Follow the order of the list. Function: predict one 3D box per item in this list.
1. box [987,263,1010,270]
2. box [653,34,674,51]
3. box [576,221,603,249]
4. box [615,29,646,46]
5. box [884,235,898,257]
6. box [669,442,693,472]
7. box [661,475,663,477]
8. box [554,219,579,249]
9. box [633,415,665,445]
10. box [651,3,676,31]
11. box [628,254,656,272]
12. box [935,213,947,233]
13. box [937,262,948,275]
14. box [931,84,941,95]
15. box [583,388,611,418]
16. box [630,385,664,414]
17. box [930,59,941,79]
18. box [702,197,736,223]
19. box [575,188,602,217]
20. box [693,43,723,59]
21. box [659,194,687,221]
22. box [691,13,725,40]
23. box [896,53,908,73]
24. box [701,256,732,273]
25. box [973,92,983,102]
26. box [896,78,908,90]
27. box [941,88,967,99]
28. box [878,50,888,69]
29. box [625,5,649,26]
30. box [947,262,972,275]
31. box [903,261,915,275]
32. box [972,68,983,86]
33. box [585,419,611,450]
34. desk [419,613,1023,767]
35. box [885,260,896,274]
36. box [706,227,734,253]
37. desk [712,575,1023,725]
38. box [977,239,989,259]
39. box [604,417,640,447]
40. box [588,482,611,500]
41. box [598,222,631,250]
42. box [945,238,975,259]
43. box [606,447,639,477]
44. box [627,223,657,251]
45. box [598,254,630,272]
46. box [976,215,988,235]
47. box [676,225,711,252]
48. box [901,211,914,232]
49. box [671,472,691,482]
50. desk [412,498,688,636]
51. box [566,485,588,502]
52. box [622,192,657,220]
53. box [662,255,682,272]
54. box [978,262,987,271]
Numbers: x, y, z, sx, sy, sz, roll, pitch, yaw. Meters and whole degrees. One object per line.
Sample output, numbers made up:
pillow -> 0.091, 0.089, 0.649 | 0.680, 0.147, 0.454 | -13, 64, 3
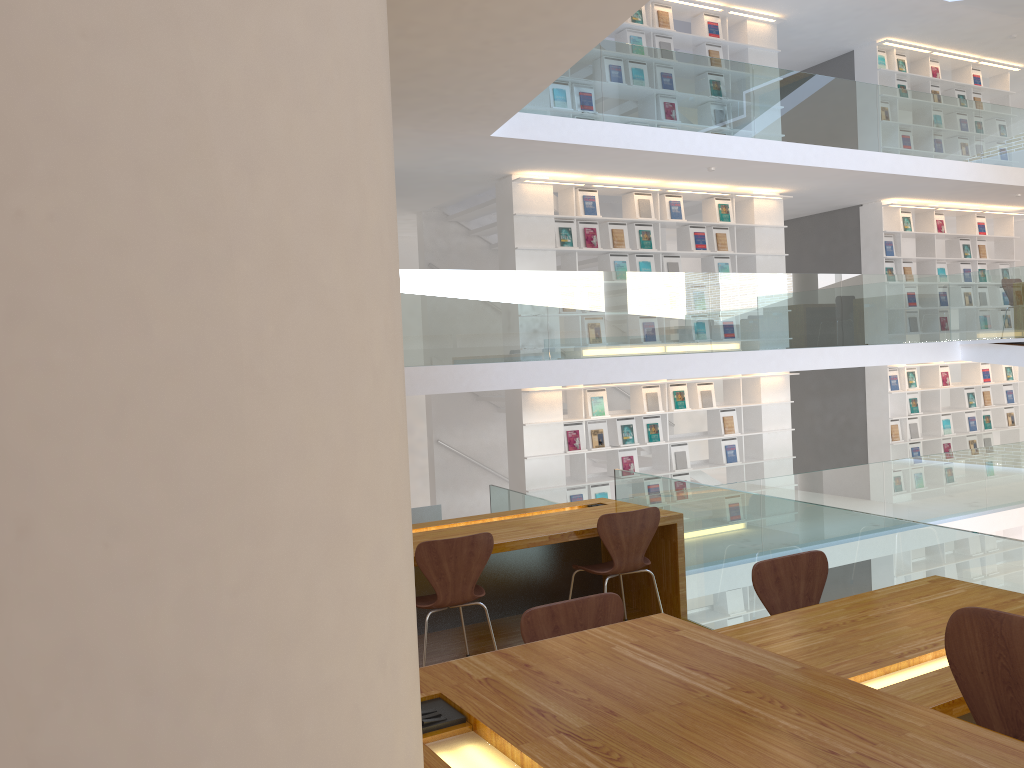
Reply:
box -> 7.017, -1.585, 12.773 | 0.245, 0.296, 0.274 | -3, 2, -29
box -> 1.613, -3.632, 9.680 | 0.245, 0.296, 0.274 | -3, 2, -29
box -> 0.758, -1.531, 9.221 | 0.245, 0.296, 0.274 | -3, 2, -29
box -> 1.284, -3.612, 9.497 | 0.245, 0.296, 0.274 | -3, 2, -29
box -> 4.817, -1.780, 11.544 | 0.245, 0.296, 0.274 | -3, 2, -29
box -> 1.804, 0.799, 9.795 | 0.245, 0.296, 0.274 | -3, 2, -29
box -> 1.497, 1.147, 9.624 | 0.245, 0.296, 0.274 | -3, 2, -29
box -> 0.499, -1.516, 9.062 | 0.245, 0.296, 0.274 | -3, 2, -29
box -> 1.471, 0.490, 9.608 | 0.245, 0.296, 0.274 | -3, 2, -29
box -> 1.601, -3.961, 9.673 | 0.245, 0.296, 0.274 | -3, 2, -29
box -> 1.388, -1.239, 9.559 | 0.245, 0.296, 0.274 | -3, 2, -29
box -> 5.727, -2.165, 12.049 | 0.245, 0.296, 0.274 | -3, 2, -29
box -> 5.775, -1.509, 12.079 | 0.245, 0.296, 0.274 | -3, 2, -29
box -> 5.651, -3.880, 12.006 | 0.245, 0.296, 0.274 | -3, 2, -29
box -> 0.843, 0.198, 9.257 | 0.245, 0.296, 0.274 | -3, 2, -29
box -> 1.462, 0.161, 9.603 | 0.245, 0.296, 0.274 | -3, 2, -29
box -> 5.634, -4.209, 11.993 | 0.245, 0.296, 0.274 | -3, 2, -29
box -> 2.353, -1.957, 10.096 | 0.245, 0.296, 0.274 | -3, 2, -29
box -> 0.749, -1.860, 9.201 | 0.245, 0.296, 0.274 | -3, 2, -29
box -> 2.232, -3.670, 10.026 | 0.245, 0.296, 0.274 | -3, 2, -29
box -> 1.732, -1.919, 9.750 | 0.245, 0.296, 0.274 | -3, 2, -29
box -> 2.211, -3.998, 10.013 | 0.245, 0.296, 0.274 | -3, 2, -29
box -> 5.041, -4.171, 11.665 | 0.245, 0.296, 0.274 | -3, 2, -29
box -> 2.341, -1.298, 10.091 | 0.245, 0.296, 0.274 | -3, 2, -29
box -> 6.451, -3.929, 12.453 | 0.245, 0.296, 0.274 | -3, 2, -29
box -> 5.057, -3.845, 11.675 | 0.245, 0.296, 0.274 | -3, 2, -29
box -> 6.141, -3.909, 12.280 | 0.245, 0.296, 0.274 | -3, 2, -29
box -> 4.695, -4.150, 11.472 | 0.245, 0.296, 0.274 | -3, 2, -29
box -> 1.275, -3.941, 9.491 | 0.245, 0.296, 0.274 | -3, 2, -29
box -> 6.244, -1.538, 12.341 | 0.245, 0.296, 0.274 | -3, 2, -29
box -> 5.165, -1.472, 11.739 | 0.245, 0.296, 0.274 | -3, 2, -29
box -> 6.436, -4.256, 12.444 | 0.245, 0.296, 0.274 | -3, 2, -29
box -> 0.852, 0.527, 9.277 | 0.245, 0.296, 0.274 | -3, 2, -29
desk -> 0.747, 0.761, 0.128 | 0.760, 0.606, 3.185 | -3, 2, -29
box -> 4.838, -1.452, 11.556 | 0.245, 0.296, 0.274 | -3, 2, -29
box -> 2.325, -1.626, 10.081 | 0.245, 0.296, 0.274 | -3, 2, -29
desk -> 0.390, 1.100, 2.213 | 3.185, 0.606, 0.760 | -3, 2, -29
box -> 6.544, -1.885, 12.508 | 0.245, 0.296, 0.274 | -3, 2, -29
box -> 1.169, 0.501, 9.440 | 0.245, 0.296, 0.274 | -3, 2, -29
box -> 0.884, 1.184, 9.281 | 0.245, 0.296, 0.274 | -3, 2, -29
box -> 1.076, -1.550, 9.384 | 0.245, 0.296, 0.274 | -3, 2, -29
box -> 6.229, -1.865, 12.332 | 0.245, 0.296, 0.274 | -3, 2, -29
box -> 1.189, 0.829, 9.451 | 0.245, 0.296, 0.274 | -3, 2, -29
box -> 1.377, -1.568, 9.552 | 0.245, 0.296, 0.274 | -3, 2, -29
box -> 1.093, -1.222, 9.394 | 0.245, 0.296, 0.274 | -3, 2, -29
box -> 6.529, -2.212, 12.499 | 0.245, 0.296, 0.274 | -3, 2, -29
box -> 2.029, -1.611, 9.916 | 0.245, 0.296, 0.274 | -3, 2, -29
box -> 5.134, -2.127, 11.721 | 0.245, 0.296, 0.274 | -3, 2, -29
box -> 1.824, 1.127, 9.806 | 0.245, 0.296, 0.274 | -3, 2, -29
desk -> -0.728, 1.242, 4.621 | 3.236, 0.918, 1.285 | -3, 2, -29
box -> 0.626, 1.199, 9.137 | 0.245, 0.296, 0.274 | -3, 2, -29
box -> 1.368, -1.897, 9.547 | 0.245, 0.296, 0.274 | -3, 2, -29
box -> 1.710, -1.259, 9.739 | 0.245, 0.296, 0.274 | -3, 2, -29
box -> 6.550, -1.556, 12.512 | 0.245, 0.296, 0.274 | -3, 2, -29
